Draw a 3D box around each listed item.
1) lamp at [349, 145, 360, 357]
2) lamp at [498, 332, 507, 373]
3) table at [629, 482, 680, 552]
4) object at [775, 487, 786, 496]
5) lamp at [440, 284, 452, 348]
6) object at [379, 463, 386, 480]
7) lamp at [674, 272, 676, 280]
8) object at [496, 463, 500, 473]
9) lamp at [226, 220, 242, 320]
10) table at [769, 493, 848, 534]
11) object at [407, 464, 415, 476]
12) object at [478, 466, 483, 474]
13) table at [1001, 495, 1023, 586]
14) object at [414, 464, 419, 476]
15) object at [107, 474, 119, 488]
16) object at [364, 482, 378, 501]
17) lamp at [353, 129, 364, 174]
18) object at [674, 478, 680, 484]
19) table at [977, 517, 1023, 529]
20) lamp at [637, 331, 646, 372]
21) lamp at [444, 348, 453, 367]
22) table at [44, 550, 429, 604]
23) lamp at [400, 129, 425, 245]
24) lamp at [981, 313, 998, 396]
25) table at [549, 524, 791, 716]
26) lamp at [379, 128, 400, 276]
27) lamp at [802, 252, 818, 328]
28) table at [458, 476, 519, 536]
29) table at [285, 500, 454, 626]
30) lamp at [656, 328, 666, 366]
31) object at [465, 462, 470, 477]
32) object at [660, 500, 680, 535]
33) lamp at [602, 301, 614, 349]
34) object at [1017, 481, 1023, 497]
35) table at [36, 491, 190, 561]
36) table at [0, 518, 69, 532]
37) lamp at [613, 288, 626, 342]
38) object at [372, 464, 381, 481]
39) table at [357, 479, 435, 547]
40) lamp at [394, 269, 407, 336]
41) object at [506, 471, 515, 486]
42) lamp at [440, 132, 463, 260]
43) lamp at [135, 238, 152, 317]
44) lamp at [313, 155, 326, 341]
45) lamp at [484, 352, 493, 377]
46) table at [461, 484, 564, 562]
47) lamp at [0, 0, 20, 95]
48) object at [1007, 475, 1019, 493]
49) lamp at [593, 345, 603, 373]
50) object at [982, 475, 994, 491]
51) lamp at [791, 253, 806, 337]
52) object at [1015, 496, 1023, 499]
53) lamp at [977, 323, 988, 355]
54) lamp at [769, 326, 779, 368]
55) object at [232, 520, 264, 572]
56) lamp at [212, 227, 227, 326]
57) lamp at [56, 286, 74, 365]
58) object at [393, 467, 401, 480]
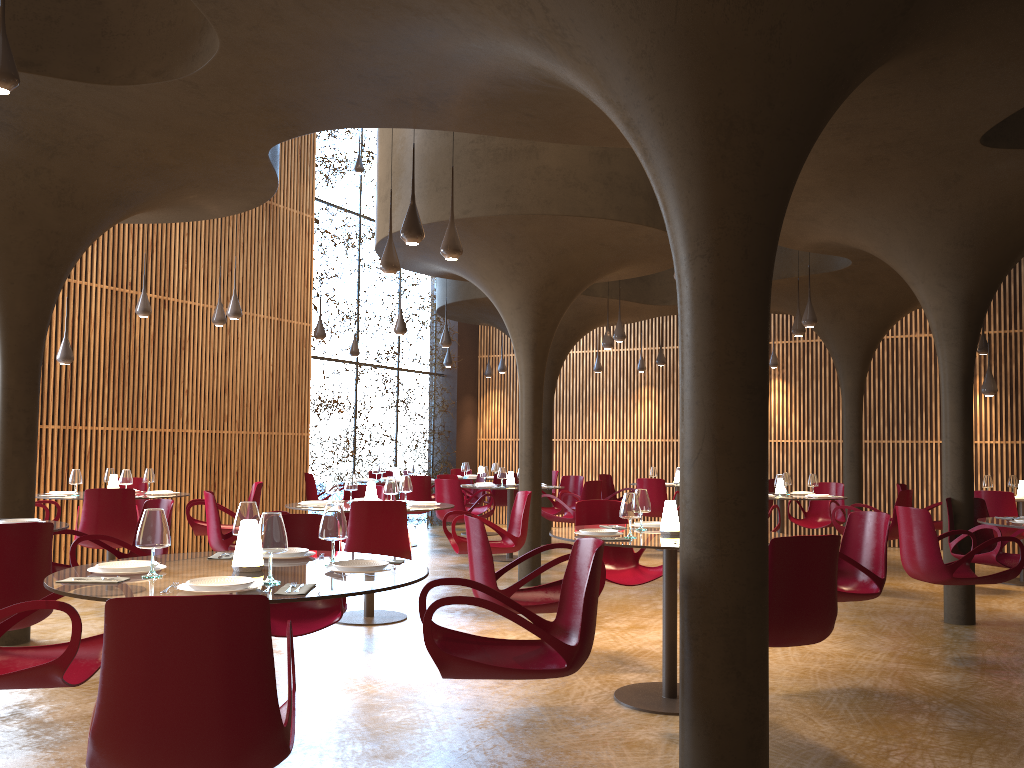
[{"bbox_3d":[-2.784,-3.617,16.013,0.196,6.268,0.196,3,-3,-36],"label":"lamp"},{"bbox_3d":[-0.176,-3.366,19.020,0.196,6.268,0.196,3,-3,-36],"label":"lamp"},{"bbox_3d":[2.871,2.305,15.359,1.673,1.129,1.674,-2,-5,38],"label":"table"},{"bbox_3d":[3.584,1.371,11.832,0.142,0.232,0.145,0,-3,4],"label":"object"},{"bbox_3d":[-1.030,-3.716,14.400,0.196,6.268,0.196,1,-3,-16],"label":"lamp"},{"bbox_3d":[-2.322,1.566,15.815,0.142,0.295,0.142,-2,-4,41],"label":"object"},{"bbox_3d":[1.697,-4.104,8.705,0.196,6.268,0.196,3,-3,-36],"label":"lamp"},{"bbox_3d":[-0.318,1.748,17.966,0.142,0.295,0.142,3,-4,-43],"label":"object"},{"bbox_3d":[-3.520,-3.959,11.490,0.196,6.268,0.196,2,-3,-33],"label":"lamp"},{"bbox_3d":[3.576,2.051,11.801,1.673,1.129,1.673,4,-5,-41],"label":"table"},{"bbox_3d":[-1.730,1.530,15.234,0.142,0.295,0.142,-2,-4,45],"label":"object"},{"bbox_3d":[-0.625,1.761,17.784,0.144,0.232,0.142,0,-3,4],"label":"object"},{"bbox_3d":[6.849,2.093,11.871,1.673,1.129,1.673,4,-5,-41],"label":"table"},{"bbox_3d":[-1.711,1.565,15.708,0.142,0.295,0.142,2,-3,-21],"label":"object"},{"bbox_3d":[-4.621,1.163,10.277,0.144,0.232,0.142,0,-3,14],"label":"object"},{"bbox_3d":[-1.416,1.099,8.911,0.142,0.232,0.145,-1,-3,22],"label":"object"},{"bbox_3d":[-2.747,-5.275,16.064,0.196,2.957,0.196,2,-3,-26],"label":"lamp"},{"bbox_3d":[2.879,1.625,15.390,0.142,0.232,0.145,0,-3,14],"label":"object"},{"bbox_3d":[4.850,1.744,7.430,1.672,1.129,1.675,1,-4,-3],"label":"table"},{"bbox_3d":[2.704,-3.378,18.420,0.196,6.268,0.196,3,-3,-36],"label":"lamp"},{"bbox_3d":[-1.230,-3.468,17.796,0.196,6.268,0.196,3,-3,-36],"label":"lamp"},{"bbox_3d":[-1.231,1.428,4.082,1.672,1.129,1.675,1,-4,-2],"label":"table"},{"bbox_3d":[-0.757,-4.244,7.190,0.196,6.268,0.196,2,-3,-26],"label":"lamp"},{"bbox_3d":[6.123,-2.978,11.451,0.196,6.268,0.196,1,-3,-16],"label":"lamp"},{"bbox_3d":[1.090,1.604,6.119,1.672,1.129,1.674,1,-4,-10],"label":"table"},{"bbox_3d":[-1.108,-4.156,8.442,0.196,6.268,0.196,-1,-3,34],"label":"lamp"},{"bbox_3d":[3.887,-3.865,11.619,0.196,6.268,0.196,2,-3,-26],"label":"lamp"},{"bbox_3d":[-0.632,2.441,17.752,1.672,1.129,1.674,2,-4,-19],"label":"table"},{"bbox_3d":[-1.423,1.779,8.879,1.672,1.129,1.674,1,-4,-7],"label":"table"},{"bbox_3d":[2.874,-3.478,17.034,0.196,6.268,0.196,-2,-4,44],"label":"lamp"},{"bbox_3d":[-0.929,1.748,18.073,0.142,0.295,0.142,-1,-3,30],"label":"object"},{"bbox_3d":[1.098,0.925,6.151,0.142,0.232,0.145,1,-3,-11],"label":"object"},{"bbox_3d":[1.568,-3.691,14.333,0.196,6.268,0.196,2,-3,-26],"label":"lamp"},{"bbox_3d":[6.857,1.414,11.903,0.144,0.232,0.142,-1,-3,25],"label":"object"},{"bbox_3d":[-4.628,1.843,10.245,1.672,1.129,1.674,2,-4,-15],"label":"table"},{"bbox_3d":[-3.920,1.534,5.938,1.673,1.129,1.673,4,-5,-39],"label":"table"},{"bbox_3d":[1.641,-3.761,13.373,0.196,6.268,0.196,2,-3,-26],"label":"lamp"},{"bbox_3d":[-2.329,1.524,15.247,0.142,0.295,0.142,-1,-3,28],"label":"object"},{"bbox_3d":[-2.026,2.259,15.493,1.672,1.129,1.674,2,-4,-19],"label":"table"},{"bbox_3d":[-1.574,-3.832,12.913,0.196,6.268,0.196,1,-3,-16],"label":"lamp"},{"bbox_3d":[-0.020,1.475,13.807,0.142,0.232,0.145,2,-3,-16],"label":"object"},{"bbox_3d":[-0.483,-4.200,7.743,0.196,6.268,0.196,-1,-3,34],"label":"lamp"},{"bbox_3d":[-4.632,-3.980,11.369,0.196,6.268,0.196,-1,-3,37],"label":"lamp"},{"bbox_3d":[-2.887,-3.795,13.619,0.196,6.268,0.196,0,-3,4],"label":"lamp"},{"bbox_3d":[-0.494,-3.283,20.196,0.196,6.268,0.196,3,-3,-36],"label":"lamp"},{"bbox_3d":[-0.028,2.155,13.775,1.673,1.129,1.673,4,-5,-41],"label":"table"},{"bbox_3d":[-2.754,-4.725,4.968,0.196,6.268,0.196,-2,-4,44],"label":"lamp"},{"bbox_3d":[6.959,1.414,12.311,0.142,0.295,0.142,0,-3,11],"label":"object"},{"bbox_3d":[1.833,-3.367,18.704,0.196,6.268,0.196,-2,-4,44],"label":"lamp"},{"bbox_3d":[6.461,1.389,12.037,0.142,0.295,0.142,1,-3,-13],"label":"object"},{"bbox_3d":[4.032,-3.798,12.509,0.196,6.268,0.196,2,-3,-26],"label":"lamp"},{"bbox_3d":[6.511,1.478,11.515,0.263,0.029,0.263,-2,-5,34],"label":"object"},{"bbox_3d":[7.686,-3.607,14.534,0.196,6.268,0.196,-2,-4,44],"label":"lamp"},{"bbox_3d":[5.068,-3.441,17.186,0.196,6.268,0.196,-2,-4,44],"label":"lamp"},{"bbox_3d":[-1.223,0.748,4.113,0.142,0.232,0.144,4,-4,-43],"label":"object"},{"bbox_3d":[-3.921,-3.917,12.122,0.196,6.268,0.196,-1,-3,37],"label":"lamp"},{"bbox_3d":[-5.320,-3.366,10.769,0.196,6.268,0.196,0,-3,4],"label":"lamp"},{"bbox_3d":[-2.018,1.579,15.525,0.142,0.232,0.145,1,-3,-6],"label":"object"}]
